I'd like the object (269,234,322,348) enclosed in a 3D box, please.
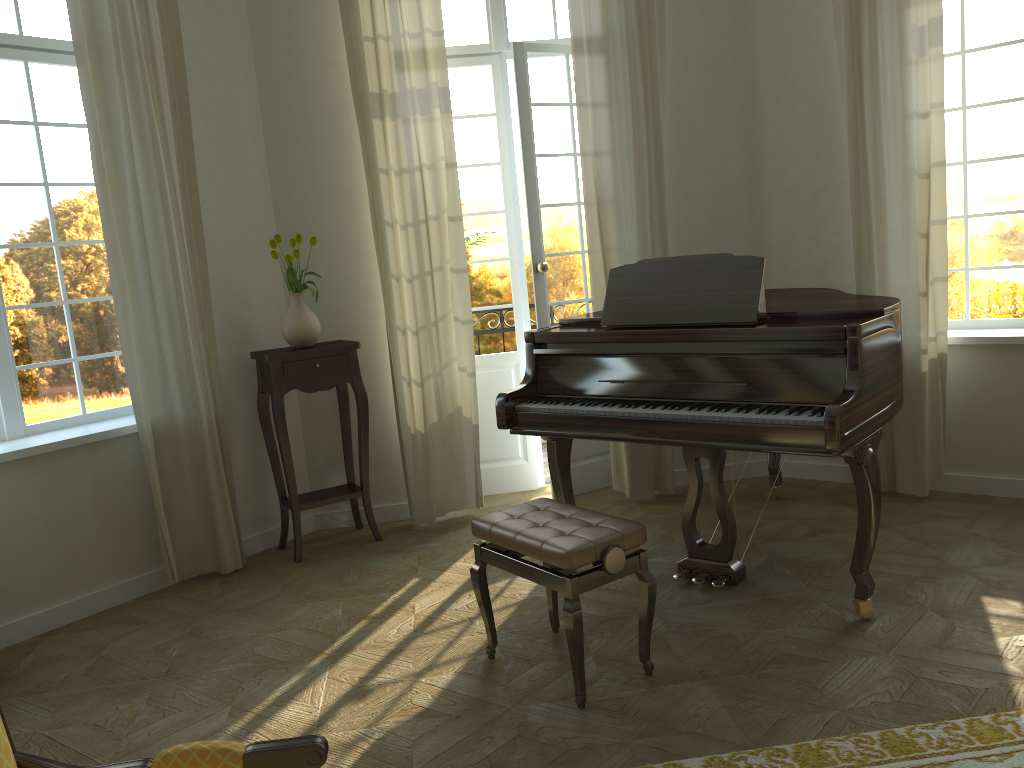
[{"bbox_3d":[-1.151,-0.499,4.754,0.242,0.609,0.264,-2,9,19],"label":"object"}]

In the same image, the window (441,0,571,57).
[{"bbox_3d":[-0.104,-2.328,5.272,1.380,0.680,0.055,-6,8,-5],"label":"window"}]

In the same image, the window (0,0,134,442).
[{"bbox_3d":[-2.491,-0.983,4.058,0.181,2.550,1.400,2,11,39],"label":"window"}]

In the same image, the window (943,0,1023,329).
[{"bbox_3d":[2.696,-1.545,4.547,1.400,2.550,0.181,2,11,39],"label":"window"}]

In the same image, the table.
[{"bbox_3d":[-1.069,0.348,4.884,0.522,1.114,0.344,-10,10,-30],"label":"table"}]

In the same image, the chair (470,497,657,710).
[{"bbox_3d":[0.178,0.762,3.225,0.385,0.563,0.638,-11,10,-35],"label":"chair"}]

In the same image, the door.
[{"bbox_3d":[0.075,-0.624,5.341,1.385,2.690,0.425,-6,8,-5],"label":"door"}]

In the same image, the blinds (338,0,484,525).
[{"bbox_3d":[-0.550,-0.877,4.957,0.552,3.386,0.159,-7,9,-8],"label":"blinds"}]

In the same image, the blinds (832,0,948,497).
[{"bbox_3d":[1.957,-1.068,4.620,0.554,3.384,0.162,3,12,44],"label":"blinds"}]

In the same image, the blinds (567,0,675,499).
[{"bbox_3d":[0.686,-1.008,5.023,0.554,3.386,0.162,-7,9,-11],"label":"blinds"}]

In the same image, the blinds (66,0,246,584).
[{"bbox_3d":[-1.724,-0.673,4.317,0.159,3.381,0.552,2,11,42],"label":"blinds"}]

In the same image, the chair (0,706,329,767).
[{"bbox_3d":[-0.513,0.902,0.918,0.680,1.083,1.389,-6,8,-6],"label":"chair"}]

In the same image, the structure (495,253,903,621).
[{"bbox_3d":[1.098,0.090,4.163,1.514,1.439,1.856,2,11,39],"label":"structure"}]
